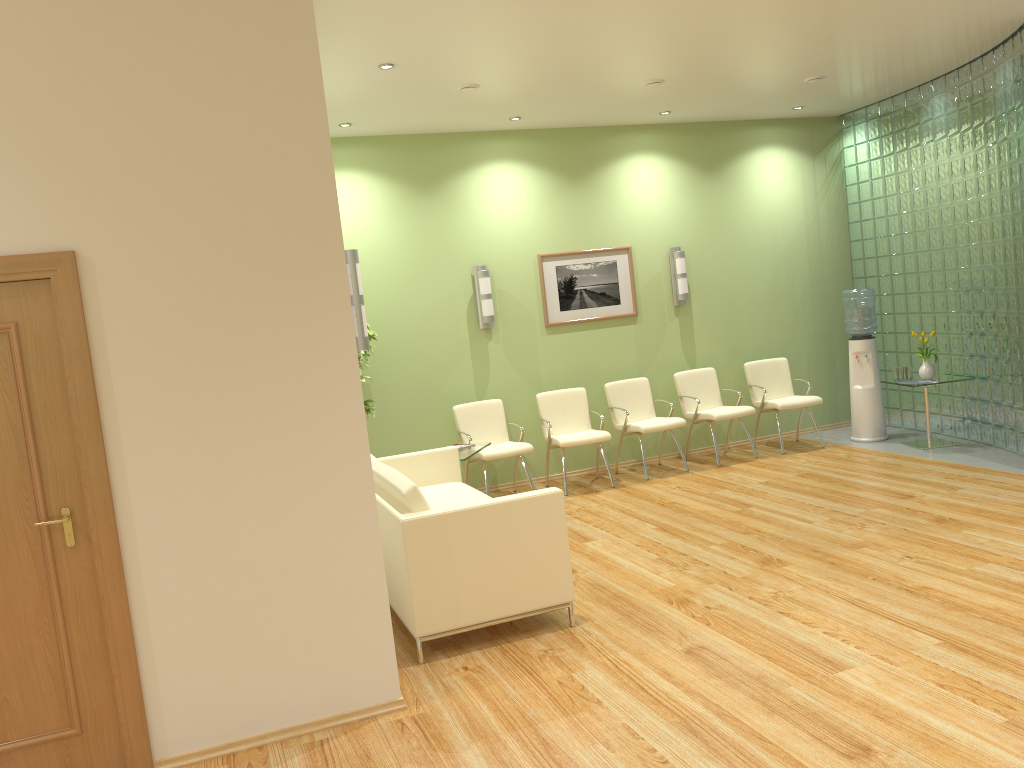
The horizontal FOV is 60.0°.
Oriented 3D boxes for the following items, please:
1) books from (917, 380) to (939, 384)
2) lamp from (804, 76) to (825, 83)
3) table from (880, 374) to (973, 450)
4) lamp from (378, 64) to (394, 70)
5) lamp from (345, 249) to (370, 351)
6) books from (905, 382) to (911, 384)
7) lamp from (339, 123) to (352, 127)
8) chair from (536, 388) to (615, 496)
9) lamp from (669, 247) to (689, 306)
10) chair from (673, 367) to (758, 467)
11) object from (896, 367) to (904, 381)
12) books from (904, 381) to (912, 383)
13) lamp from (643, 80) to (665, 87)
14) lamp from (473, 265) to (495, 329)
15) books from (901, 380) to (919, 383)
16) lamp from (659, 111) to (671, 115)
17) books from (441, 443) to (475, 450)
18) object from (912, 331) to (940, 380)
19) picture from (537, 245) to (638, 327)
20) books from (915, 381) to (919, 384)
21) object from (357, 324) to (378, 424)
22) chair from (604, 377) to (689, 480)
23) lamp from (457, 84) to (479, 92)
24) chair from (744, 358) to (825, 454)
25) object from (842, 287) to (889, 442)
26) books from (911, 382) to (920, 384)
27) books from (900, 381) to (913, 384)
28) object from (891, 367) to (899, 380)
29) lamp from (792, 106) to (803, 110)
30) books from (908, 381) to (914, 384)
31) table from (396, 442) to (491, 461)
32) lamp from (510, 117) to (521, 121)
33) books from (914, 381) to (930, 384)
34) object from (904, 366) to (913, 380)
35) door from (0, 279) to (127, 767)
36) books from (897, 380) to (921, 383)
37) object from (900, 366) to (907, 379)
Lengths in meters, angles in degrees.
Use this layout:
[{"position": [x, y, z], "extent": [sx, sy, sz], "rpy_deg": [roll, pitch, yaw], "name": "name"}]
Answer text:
[{"position": [3.776, -0.019, 8.068], "extent": [0.150, 0.004, 0.210], "rpy_deg": [-6, 5, 6], "name": "books"}, {"position": [2.580, -2.589, 7.555], "extent": [0.167, 0.024, 0.167], "rpy_deg": [-10, 6, -36], "name": "lamp"}, {"position": [3.888, 0.261, 8.297], "extent": [0.581, 0.614, 0.581], "rpy_deg": [-7, 5, -5], "name": "table"}, {"position": [-0.814, -2.056, 5.747], "extent": [0.105, 0.011, 0.105], "rpy_deg": [-5, 5, 14], "name": "lamp"}, {"position": [-0.782, -0.397, 4.258], "extent": [0.142, 0.580, 0.134], "rpy_deg": [-8, 5, -19], "name": "lamp"}, {"position": [3.700, -0.014, 8.114], "extent": [0.210, 0.004, 0.150], "rpy_deg": [-10, 6, -34], "name": "books"}, {"position": [-1.373, -2.132, 7.307], "extent": [0.105, 0.011, 0.105], "rpy_deg": [-6, 5, 7], "name": "lamp"}, {"position": [0.579, 0.508, 8.159], "extent": [0.536, 0.881, 0.650], "rpy_deg": [-8, 5, -14], "name": "chair"}, {"position": [1.682, -1.084, 8.893], "extent": [0.134, 0.580, 0.142], "rpy_deg": [-8, 5, -19], "name": "lamp"}, {"position": [14.948, -0.528, 1.145], "extent": [30.806, 0.986, 0.748], "rpy_deg": [-3, 6, 30], "name": "chair"}, {"position": [3.675, -0.094, 8.393], "extent": [0.071, 0.119, 0.072], "rpy_deg": [-8, 5, -19], "name": "object"}, {"position": [3.685, -0.015, 8.147], "extent": [0.210, 0.004, 0.150], "rpy_deg": [-8, 5, -14], "name": "books"}, {"position": [1.129, -2.382, 7.045], "extent": [0.167, 0.024, 0.167], "rpy_deg": [-3, 6, 31], "name": "lamp"}, {"position": [-0.251, -0.808, 8.213], "extent": [0.134, 0.580, 0.142], "rpy_deg": [-8, 5, -19], "name": "lamp"}, {"position": [3.682, -0.017, 8.165], "extent": [0.210, 0.004, 0.150], "rpy_deg": [-7, 5, -4], "name": "books"}, {"position": [1.431, -2.533, 8.293], "extent": [0.105, 0.011, 0.105], "rpy_deg": [-10, 6, -38], "name": "lamp"}, {"position": [-0.497, 0.518, 7.249], "extent": [0.328, 0.031, 0.230], "rpy_deg": [-11, 7, -44], "name": "books"}, {"position": [3.844, -0.271, 8.231], "extent": [0.219, 0.459, 0.201], "rpy_deg": [-5, 5, 11], "name": "object"}, {"position": [0.749, -0.956, 8.627], "extent": [1.000, 0.700, 0.025], "rpy_deg": [-8, 5, -19], "name": "picture"}, {"position": [3.758, -0.017, 8.072], "extent": [0.150, 0.004, 0.210], "rpy_deg": [-5, 5, 16], "name": "books"}, {"position": [-1.354, 0.284, 7.317], "extent": [0.668, 1.900, 0.943], "rpy_deg": [-7, 5, -11], "name": "object"}, {"position": [14.569, -0.474, 1.006], "extent": [31.281, 0.986, 0.752], "rpy_deg": [-4, 6, 29], "name": "chair"}, {"position": [-0.321, -2.174, 6.535], "extent": [0.167, 0.024, 0.167], "rpy_deg": [-3, 6, 31], "name": "lamp"}, {"position": [2.731, 0.200, 8.913], "extent": [0.536, 0.881, 0.650], "rpy_deg": [-8, 5, -14], "name": "chair"}, {"position": [3.500, -0.193, 8.817], "extent": [0.353, 1.506, 0.353], "rpy_deg": [-7, 5, -12], "name": "object"}, {"position": [3.726, -0.015, 8.088], "extent": [0.150, 0.004, 0.210], "rpy_deg": [-3, 6, 36], "name": "books"}, {"position": [3.691, -0.015, 8.130], "extent": [0.210, 0.004, 0.150], "rpy_deg": [-9, 6, -24], "name": "books"}, {"position": [3.670, -0.101, 8.477], "extent": [0.071, 0.119, 0.072], "rpy_deg": [-8, 5, -19], "name": "object"}, {"position": [2.834, -2.733, 8.787], "extent": [0.105, 0.011, 0.105], "rpy_deg": [-10, 6, -38], "name": "lamp"}, {"position": [3.712, -0.014, 8.099], "extent": [0.210, 0.004, 0.150], "rpy_deg": [-11, 7, -44], "name": "books"}, {"position": [-0.585, 0.860, 7.180], "extent": [0.736, 0.614, 0.736], "rpy_deg": [-5, 5, 16], "name": "table"}, {"position": [0.029, -2.332, 7.800], "extent": [0.105, 0.011, 0.105], "rpy_deg": [-10, 6, -38], "name": "lamp"}, {"position": [3.741, -0.016, 8.078], "extent": [0.150, 0.004, 0.210], "rpy_deg": [-4, 6, 26], "name": "books"}, {"position": [3.759, -0.104, 8.397], "extent": [0.071, 0.119, 0.072], "rpy_deg": [-8, 5, -19], "name": "object"}, {"position": [-2.045, 0.642, 3.355], "extent": [0.823, 2.001, 0.098], "rpy_deg": [-8, 5, -19], "name": "door"}, {"position": [3.682, -0.018, 8.183], "extent": [0.210, 0.004, 0.150], "rpy_deg": [-6, 5, 6], "name": "books"}, {"position": [3.753, -0.111, 8.477], "extent": [0.071, 0.119, 0.072], "rpy_deg": [-8, 5, -19], "name": "object"}]
